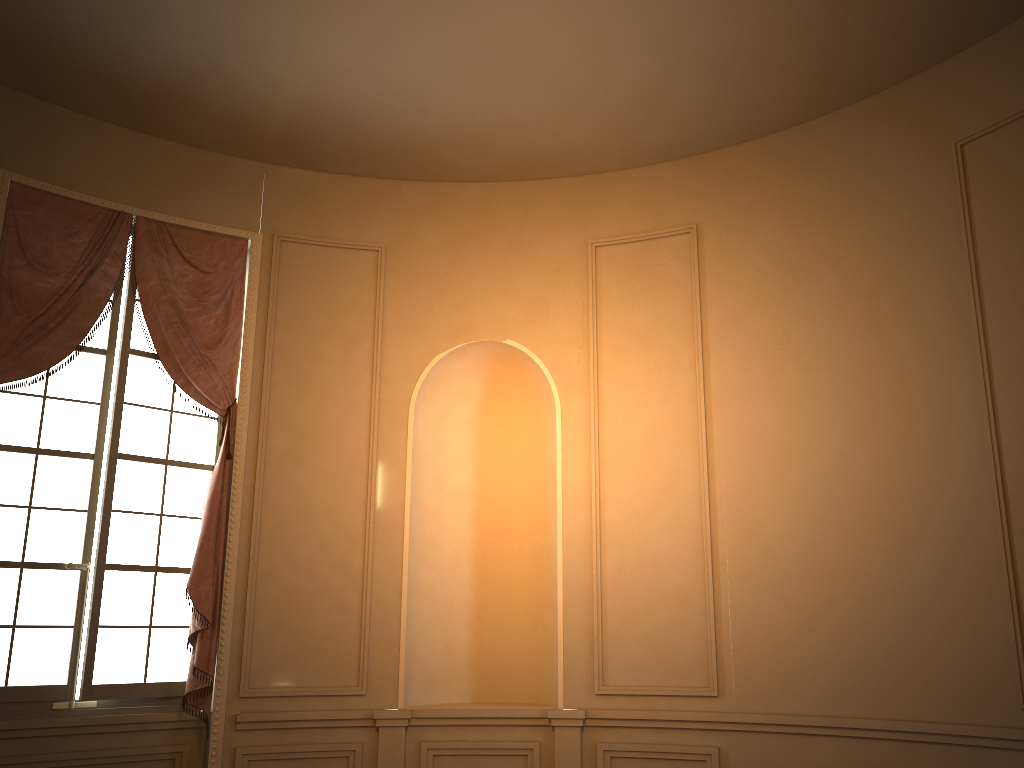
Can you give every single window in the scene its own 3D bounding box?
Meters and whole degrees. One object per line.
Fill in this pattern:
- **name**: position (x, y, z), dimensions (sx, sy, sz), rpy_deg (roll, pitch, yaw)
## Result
- **window**: position (-2.307, 0.401, 5.027), dimensions (1.341, 2.810, 0.151), rpy_deg (10, -16, -33)

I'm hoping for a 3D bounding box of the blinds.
- **blinds**: position (-2.178, 0.415, 4.834), dimensions (1.365, 2.949, 0.281), rpy_deg (10, -17, -34)
